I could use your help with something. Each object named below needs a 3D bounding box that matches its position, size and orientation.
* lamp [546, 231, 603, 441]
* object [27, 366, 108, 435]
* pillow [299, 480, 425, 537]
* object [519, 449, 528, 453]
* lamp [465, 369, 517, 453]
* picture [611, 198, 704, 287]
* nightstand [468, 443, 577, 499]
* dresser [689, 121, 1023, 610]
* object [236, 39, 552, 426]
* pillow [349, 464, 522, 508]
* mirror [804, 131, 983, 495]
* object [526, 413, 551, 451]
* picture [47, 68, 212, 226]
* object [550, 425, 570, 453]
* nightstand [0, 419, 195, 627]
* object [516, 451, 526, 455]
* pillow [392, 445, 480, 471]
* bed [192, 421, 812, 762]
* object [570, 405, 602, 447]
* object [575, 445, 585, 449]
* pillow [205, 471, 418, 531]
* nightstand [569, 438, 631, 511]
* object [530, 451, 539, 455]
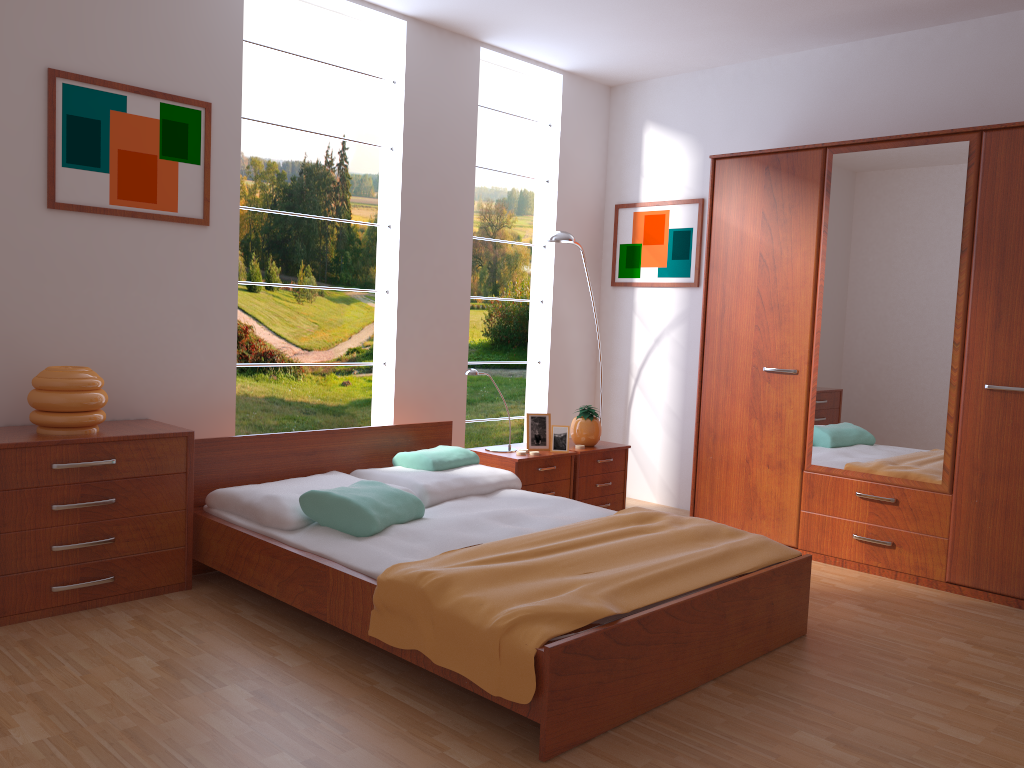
[{"bbox_3d":[0.436,-0.056,5.213,0.387,1.603,0.799,4,5,17],"label":"lamp"},{"bbox_3d":[-1.623,0.058,3.244,0.264,0.244,0.264,0,5,-29],"label":"object"},{"bbox_3d":[-0.561,0.465,3.365,0.334,0.164,0.425,4,5,20],"label":"pillow"},{"bbox_3d":[0.058,0.340,4.497,0.049,0.018,0.049,5,5,31],"label":"object"},{"bbox_3d":[-0.094,0.133,4.443,0.163,0.421,0.337,5,5,32],"label":"lamp"},{"bbox_3d":[0.881,-0.853,5.426,0.645,0.517,0.030,7,6,44],"label":"picture"},{"bbox_3d":[0.038,0.561,4.568,0.377,0.442,0.439,7,6,44],"label":"nightstand"},{"bbox_3d":[1.867,-0.111,4.153,2.017,2.004,0.487,7,6,44],"label":"dresser"},{"bbox_3d":[-0.508,-0.662,4.746,0.033,1.815,2.205,7,6,44],"label":"object"},{"bbox_3d":[-0.351,0.458,4.110,0.574,0.182,0.630,6,6,42],"label":"pillow"},{"bbox_3d":[1.700,-0.320,4.022,0.681,1.556,0.037,7,6,44],"label":"mirror"},{"bbox_3d":[0.138,0.248,4.589,0.131,0.191,0.037,1,5,-16],"label":"object"},{"bbox_3d":[-1.517,-0.926,3.552,0.030,0.517,0.645,7,6,44],"label":"picture"},{"bbox_3d":[0.247,0.282,4.552,0.094,0.137,0.027,2,4,-1],"label":"object"},{"bbox_3d":[-1.653,0.485,3.268,0.428,0.626,0.815,7,6,44],"label":"nightstand"},{"bbox_3d":[0.046,0.346,4.423,0.049,0.018,0.049,5,5,31],"label":"object"},{"bbox_3d":[-0.359,0.363,4.195,0.276,0.116,0.322,6,6,41],"label":"pillow"},{"bbox_3d":[-0.068,0.566,3.452,1.990,0.560,1.632,7,6,44],"label":"bed"},{"bbox_3d":[0.404,0.227,4.827,0.170,0.223,0.169,4,5,23],"label":"object"},{"bbox_3d":[0.363,0.336,4.727,0.049,0.018,0.049,5,5,31],"label":"object"},{"bbox_3d":[-0.812,0.476,3.608,0.574,0.157,0.682,6,5,38],"label":"pillow"},{"bbox_3d":[0.362,0.550,4.901,0.377,0.442,0.439,7,6,44],"label":"nightstand"},{"bbox_3d":[0.112,0.348,4.434,0.049,0.018,0.049,5,5,31],"label":"object"}]
